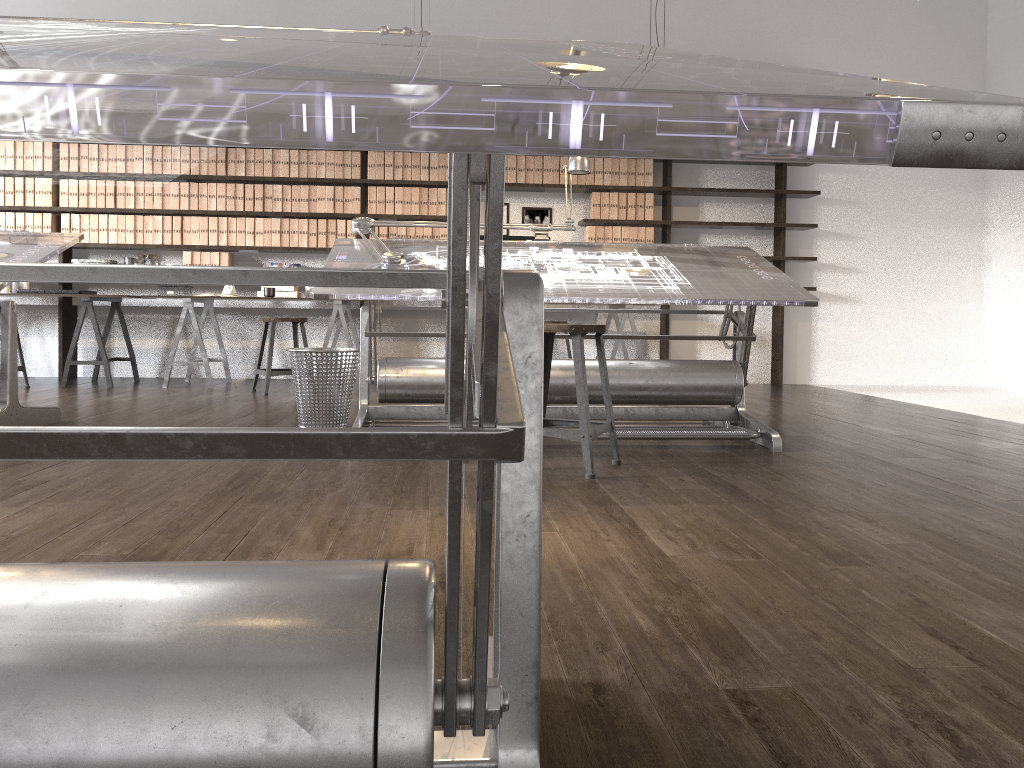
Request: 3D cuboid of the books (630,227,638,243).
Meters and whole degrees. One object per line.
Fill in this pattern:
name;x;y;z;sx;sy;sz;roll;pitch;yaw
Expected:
books;0.985;-1.172;7.287;0.067;0.225;0.175;1;2;-5

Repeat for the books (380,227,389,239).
books;-1.030;-1.187;7.123;0.067;0.225;0.175;1;2;-5

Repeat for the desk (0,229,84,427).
desk;-3.144;-0.478;3.799;2.279;1.385;1.079;0;2;-5

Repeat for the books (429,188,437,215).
books;-0.638;-1.459;7.154;0.067;0.225;0.175;1;2;-5

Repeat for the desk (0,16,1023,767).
desk;-0.851;-0.222;0.791;2.068;1.385;1.079;0;2;-5

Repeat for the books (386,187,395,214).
books;-0.977;-1.461;7.121;0.067;0.225;0.175;1;2;-5

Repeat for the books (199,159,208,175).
books;-2.415;-1.742;6.999;0.067;0.225;0.175;1;2;-5

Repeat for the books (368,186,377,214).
books;-1.117;-1.462;7.115;0.067;0.225;0.175;1;2;-5

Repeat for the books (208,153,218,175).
books;-2.349;-1.742;7.007;0.067;0.225;0.175;1;2;-5

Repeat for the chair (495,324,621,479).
chair;0.178;0.047;3.195;0.372;0.527;0.359;2;2;24

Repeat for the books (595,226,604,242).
books;0.707;-1.175;7.270;0.067;0.225;0.175;1;2;-5

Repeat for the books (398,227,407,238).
books;-0.884;-1.186;7.136;0.067;0.225;0.175;1;2;-5

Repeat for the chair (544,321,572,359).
chair;0.230;-0.184;6.281;0.358;0.527;0.372;-1;3;-36

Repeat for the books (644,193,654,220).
books;1.114;-1.446;7.296;0.067;0.225;0.175;1;2;-5

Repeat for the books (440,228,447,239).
books;-0.547;-1.183;7.165;0.067;0.225;0.175;1;2;-5

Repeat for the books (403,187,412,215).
books;-0.843;-1.460;7.135;0.067;0.225;0.175;1;2;-5

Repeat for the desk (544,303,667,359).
desk;0.297;-0.300;6.873;1.668;0.669;0.657;0;3;-5

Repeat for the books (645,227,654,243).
books;1.117;-1.172;7.303;0.067;0.225;0.175;1;2;-5

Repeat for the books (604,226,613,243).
books;0.776;-1.174;7.277;0.067;0.225;0.175;1;2;-5

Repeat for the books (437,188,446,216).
books;-0.567;-1.458;7.155;0.067;0.225;0.175;1;2;-5

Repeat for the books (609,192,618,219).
books;0.819;-1.448;7.269;0.067;0.225;0.175;1;2;-5

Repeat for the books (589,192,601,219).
books;0.678;-1.449;7.262;0.067;0.225;0.175;1;2;-5

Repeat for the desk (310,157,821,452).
desk;0.197;-0.454;4.073;2.068;1.385;1.079;0;2;-5

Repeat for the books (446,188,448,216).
books;-0.497;-1.458;7.166;0.067;0.225;0.175;1;2;-5

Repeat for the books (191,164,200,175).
books;-2.477;-1.742;6.990;0.067;0.225;0.175;1;2;-5

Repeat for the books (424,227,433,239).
books;-0.675;-1.184;7.151;0.067;0.225;0.175;1;2;-5

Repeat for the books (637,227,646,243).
books;1.047;-1.172;7.297;0.067;0.225;0.175;1;2;-5

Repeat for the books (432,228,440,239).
books;-0.609;-1.184;7.161;0.067;0.225;0.175;1;2;-5

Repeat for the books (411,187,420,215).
books;-0.776;-1.459;7.136;0.067;0.225;0.175;1;2;-5

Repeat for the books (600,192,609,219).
books;0.748;-1.449;7.267;0.067;0.225;0.175;1;2;-5

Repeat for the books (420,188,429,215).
books;-0.709;-1.459;7.148;0.067;0.225;0.175;1;2;-5

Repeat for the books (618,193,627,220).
books;0.890;-1.448;7.280;0.067;0.225;0.175;1;2;-5

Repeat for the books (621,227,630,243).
books;0.918;-1.173;7.282;0.067;0.225;0.175;1;2;-5

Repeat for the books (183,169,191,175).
books;-2.549;-1.743;6.984;0.067;0.225;0.175;1;2;-5

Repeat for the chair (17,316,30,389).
chair;-3.546;-0.214;6.014;0.371;0.527;0.359;1;2;4

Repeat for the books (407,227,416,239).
books;-0.814;-1.185;7.146;0.067;0.225;0.175;1;2;-5

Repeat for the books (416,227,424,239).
books;-0.743;-1.185;7.151;0.067;0.225;0.175;1;2;-5

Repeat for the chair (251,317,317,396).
chair;-1.574;-0.194;6.106;0.372;0.527;0.359;-1;3;-31

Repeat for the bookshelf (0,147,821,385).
bookshelf;-2.048;-0.903;7.134;9.175;3.204;0.374;0;1;-5

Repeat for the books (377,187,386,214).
books;-1.048;-1.462;7.119;0.067;0.225;0.175;1;2;-5

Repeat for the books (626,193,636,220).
books;0.965;-1.447;7.280;0.067;0.225;0.175;1;2;-5

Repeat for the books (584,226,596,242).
books;0.637;-1.175;7.260;0.067;0.225;0.175;1;2;-5

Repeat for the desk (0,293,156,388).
desk;-3.595;-0.328;6.553;1.668;0.669;0.657;0;3;-5

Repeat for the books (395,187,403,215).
books;-0.905;-1.460;7.129;0.067;0.225;0.175;1;2;-5

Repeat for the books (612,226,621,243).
books;0.846;-1.173;7.279;0.067;0.225;0.175;1;2;-5

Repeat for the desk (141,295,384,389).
desk;-1.836;-0.315;6.698;1.668;0.669;0.657;0;3;-5

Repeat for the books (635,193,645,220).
books;1.038;-1.447;7.292;0.067;0.225;0.175;1;2;-5

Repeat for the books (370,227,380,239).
books;-1.104;-1.187;7.122;0.067;0.225;0.175;1;2;-5

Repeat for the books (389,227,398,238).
books;-0.955;-1.186;7.135;0.067;0.225;0.175;1;2;-5
